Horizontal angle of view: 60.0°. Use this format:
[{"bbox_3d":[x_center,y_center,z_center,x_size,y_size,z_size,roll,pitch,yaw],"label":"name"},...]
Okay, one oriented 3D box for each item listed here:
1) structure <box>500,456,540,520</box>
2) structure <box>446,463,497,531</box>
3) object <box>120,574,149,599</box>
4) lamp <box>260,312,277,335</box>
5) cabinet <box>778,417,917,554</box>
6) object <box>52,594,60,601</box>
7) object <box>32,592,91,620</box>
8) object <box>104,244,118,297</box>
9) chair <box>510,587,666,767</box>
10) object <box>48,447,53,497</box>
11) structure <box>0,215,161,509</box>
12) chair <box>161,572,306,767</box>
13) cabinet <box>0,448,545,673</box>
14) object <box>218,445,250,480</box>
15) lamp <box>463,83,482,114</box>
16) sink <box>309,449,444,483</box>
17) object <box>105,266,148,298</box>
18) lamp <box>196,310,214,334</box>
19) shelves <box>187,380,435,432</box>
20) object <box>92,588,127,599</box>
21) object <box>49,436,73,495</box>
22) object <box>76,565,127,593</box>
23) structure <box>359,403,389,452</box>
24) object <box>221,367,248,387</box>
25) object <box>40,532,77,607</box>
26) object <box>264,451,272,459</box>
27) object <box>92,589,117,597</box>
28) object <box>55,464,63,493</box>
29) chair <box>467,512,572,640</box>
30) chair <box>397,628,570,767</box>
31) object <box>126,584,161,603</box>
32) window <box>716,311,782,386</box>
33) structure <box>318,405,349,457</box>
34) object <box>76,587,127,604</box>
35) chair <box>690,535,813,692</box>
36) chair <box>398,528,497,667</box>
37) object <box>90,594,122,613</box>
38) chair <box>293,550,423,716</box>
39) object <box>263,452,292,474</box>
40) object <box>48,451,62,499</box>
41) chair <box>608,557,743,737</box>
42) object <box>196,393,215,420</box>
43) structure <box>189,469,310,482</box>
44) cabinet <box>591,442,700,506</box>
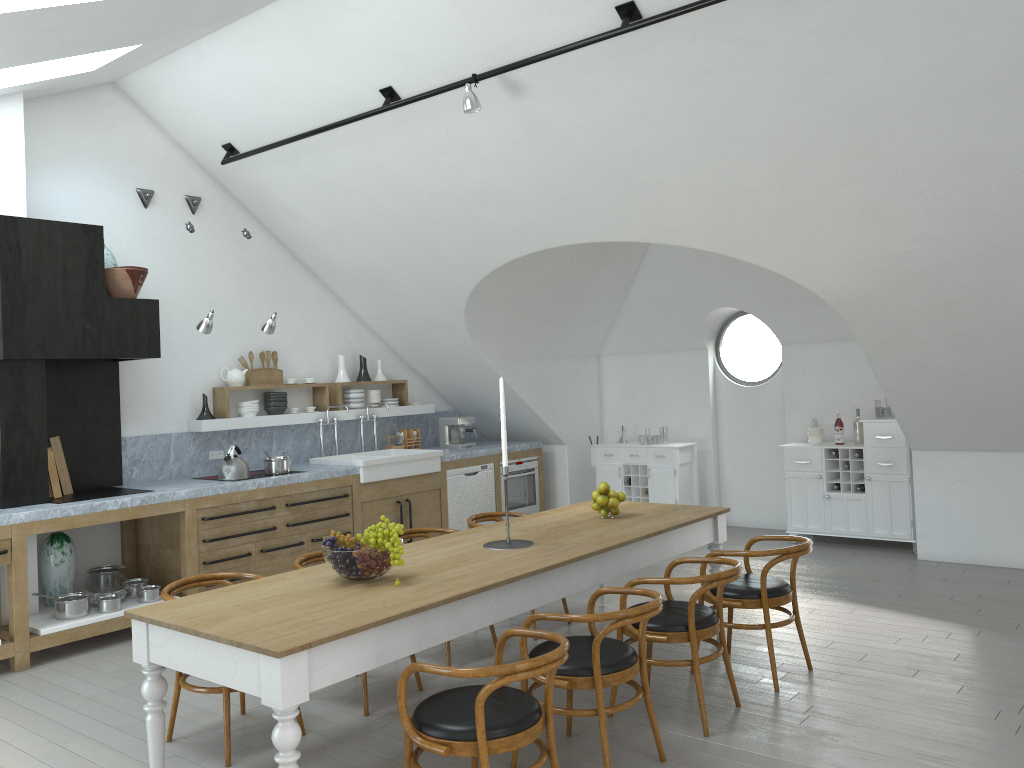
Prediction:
[{"bbox_3d":[-0.136,1.107,9.440,0.630,0.637,0.632,-3,-1,39],"label":"structure"},{"bbox_3d":[-0.611,1.227,8.854,0.598,0.823,0.724,-3,-1,39],"label":"structure"},{"bbox_3d":[-2.726,1.460,6.407,0.182,0.134,0.308,-2,0,-26],"label":"object"},{"bbox_3d":[-1.923,-0.481,7.061,0.168,0.176,0.112,-3,-1,31],"label":"lamp"},{"bbox_3d":[3.156,0.893,8.177,1.241,1.154,0.610,-3,-1,39],"label":"cabinet"},{"bbox_3d":[-2.901,1.430,5.789,0.051,0.152,0.190,-4,-1,39],"label":"object"},{"bbox_3d":[-2.963,1.461,5.879,0.378,0.164,0.223,-2,0,28],"label":"object"},{"bbox_3d":[-3.093,-0.846,6.686,0.231,0.503,0.230,-2,-1,-10],"label":"object"},{"bbox_3d":[0.347,1.254,3.743,0.621,0.735,0.527,-3,-1,39],"label":"chair"},{"bbox_3d":[-3.269,0.631,6.248,0.072,0.367,0.130,-2,-1,-32],"label":"object"},{"bbox_3d":[-3.162,-0.149,6.271,0.780,1.886,1.076,-3,-1,39],"label":"structure"},{"bbox_3d":[-1.369,1.326,4.269,0.621,0.735,0.527,-3,-1,39],"label":"chair"},{"bbox_3d":[-2.033,1.313,7.361,1.003,1.022,6.431,-3,0,39],"label":"cabinet"},{"bbox_3d":[-2.203,0.614,7.008,0.246,0.268,0.246,-2,-1,-41],"label":"object"},{"bbox_3d":[-0.244,-1.745,5.405,0.112,0.175,0.114,-3,-1,2],"label":"lamp"},{"bbox_3d":[-1.232,0.746,8.154,0.726,0.202,1.021,-2,0,39],"label":"sink"},{"bbox_3d":[-2.844,-0.722,6.463,0.348,0.237,0.366,-2,0,-33],"label":"object"},{"bbox_3d":[-2.290,-0.459,6.615,0.115,0.178,0.164,-2,-1,-32],"label":"lamp"},{"bbox_3d":[-2.568,-0.288,7.217,0.479,1.362,5.551,-3,0,34],"label":"shelves"},{"bbox_3d":[-2.800,1.467,6.163,0.041,0.045,0.247,-3,0,38],"label":"object"},{"bbox_3d":[-3.228,0.586,6.348,0.148,0.427,0.078,-2,-1,-16],"label":"object"},{"bbox_3d":[-3.097,1.446,6.568,0.455,0.197,0.268,-3,0,-16],"label":"object"},{"bbox_3d":[-1.286,0.444,8.557,0.332,0.530,0.214,-3,-1,20],"label":"structure"},{"bbox_3d":[-2.394,-0.061,7.652,0.174,0.169,0.168,-3,-1,23],"label":"object"},{"bbox_3d":[-3.183,1.293,6.222,0.231,0.499,0.230,-2,-1,-10],"label":"object"},{"bbox_3d":[-1.979,0.641,7.341,0.235,0.167,0.051,-3,-1,34],"label":"object"},{"bbox_3d":[-2.852,1.473,6.215,0.061,0.035,0.170,-3,0,39],"label":"object"},{"bbox_3d":[-3.272,0.676,6.412,0.057,0.252,0.113,-4,-2,42],"label":"object"},{"bbox_3d":[0.012,1.256,5.951,0.621,0.735,0.527,-3,-1,36],"label":"chair"},{"bbox_3d":[-0.080,1.276,3.153,0.621,0.735,0.527,-3,-1,42],"label":"chair"},{"bbox_3d":[-2.572,1.462,6.220,0.260,0.113,0.153,-2,0,39],"label":"object"},{"bbox_3d":[2.517,-0.379,9.291,0.899,0.900,0.060,-3,-1,39],"label":"window"},{"bbox_3d":[-1.594,0.460,8.178,0.332,0.530,0.214,-3,-1,20],"label":"structure"},{"bbox_3d":[-2.925,1.476,6.172,0.508,0.052,0.263,-2,0,16],"label":"object"},{"bbox_3d":[1.328,1.205,4.814,0.621,0.735,0.527,-3,-1,42],"label":"chair"},{"bbox_3d":[-0.452,1.280,5.396,0.621,0.735,0.527,-3,-1,42],"label":"chair"},{"bbox_3d":[-2.746,1.471,5.972,0.260,0.113,0.153,-2,0,28],"label":"object"},{"bbox_3d":[-0.865,1.301,4.794,0.621,0.735,0.527,-3,-1,36],"label":"chair"},{"bbox_3d":[-1.902,0.664,7.381,0.232,0.170,0.394,-3,0,19],"label":"object"},{"bbox_3d":[-3.187,0.632,6.160,0.148,0.336,0.081,-3,-1,29],"label":"object"},{"bbox_3d":[0.819,1.230,4.297,0.621,0.735,0.527,-3,-1,34],"label":"chair"},{"bbox_3d":[-2.564,0.188,7.411,0.156,0.218,0.156,-3,-1,20],"label":"object"},{"bbox_3d":[-2.135,0.762,7.205,0.647,0.041,0.737,-2,0,39],"label":"structure"},{"bbox_3d":[1.391,1.031,9.370,1.133,0.790,0.497,-3,-1,39],"label":"cabinet"}]
